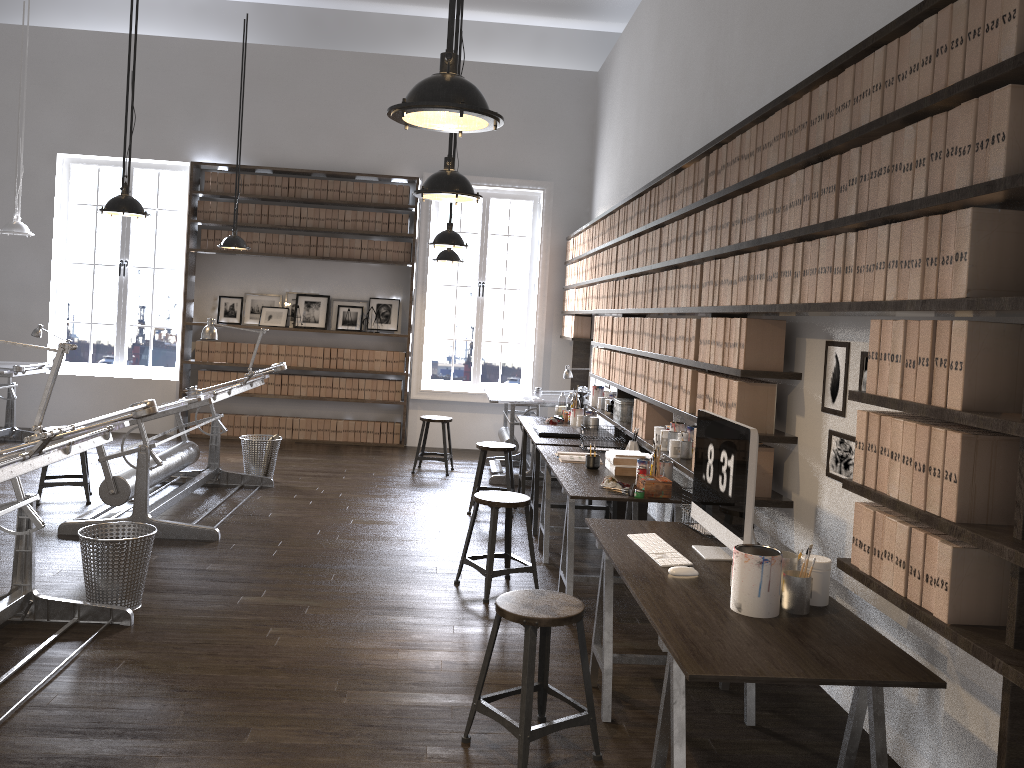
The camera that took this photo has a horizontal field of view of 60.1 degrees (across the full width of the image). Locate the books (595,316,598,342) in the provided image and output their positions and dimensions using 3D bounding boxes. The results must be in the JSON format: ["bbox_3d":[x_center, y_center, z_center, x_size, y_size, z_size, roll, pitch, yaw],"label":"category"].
[{"bbox_3d":[0.807,-0.464,7.585,0.174,0.225,0.067,3,2,-4],"label":"books"}]

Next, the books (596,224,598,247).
[{"bbox_3d":[0.840,-1.305,7.835,0.174,0.225,0.067,3,2,-4],"label":"books"}]

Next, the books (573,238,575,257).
[{"bbox_3d":[0.738,-1.420,9.308,0.174,0.225,0.067,3,2,-4],"label":"books"}]

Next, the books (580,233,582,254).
[{"bbox_3d":[0.770,-1.381,8.813,0.174,0.225,0.067,3,2,-4],"label":"books"}]

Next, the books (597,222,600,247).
[{"bbox_3d":[0.839,-1.300,7.767,0.174,0.225,0.067,3,2,-4],"label":"books"}]

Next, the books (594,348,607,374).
[{"bbox_3d":[0.796,-0.189,7.527,0.174,0.225,0.067,3,2,-4],"label":"books"}]

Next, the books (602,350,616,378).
[{"bbox_3d":[0.822,-0.156,7.101,0.174,0.225,0.067,3,2,-4],"label":"books"}]

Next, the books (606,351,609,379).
[{"bbox_3d":[0.838,-0.145,6.973,0.174,0.225,0.067,3,2,-4],"label":"books"}]

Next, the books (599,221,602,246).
[{"bbox_3d":[0.851,-1.289,7.638,0.174,0.225,0.067,3,2,-4],"label":"books"}]

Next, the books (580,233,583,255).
[{"bbox_3d":[0.773,-1.377,8.750,0.174,0.225,0.067,3,2,-4],"label":"books"}]

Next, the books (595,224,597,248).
[{"bbox_3d":[0.835,-1.310,7.906,0.174,0.225,0.067,3,2,-4],"label":"books"}]

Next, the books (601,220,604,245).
[{"bbox_3d":[0.854,-1.284,7.566,0.174,0.225,0.067,3,2,-4],"label":"books"}]

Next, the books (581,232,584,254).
[{"bbox_3d":[0.776,-1.371,8.678,0.174,0.225,0.067,3,2,-4],"label":"books"}]

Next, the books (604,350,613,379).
[{"bbox_3d":[0.831,-0.151,7.038,0.174,0.225,0.067,3,2,-4],"label":"books"}]

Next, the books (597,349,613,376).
[{"bbox_3d":[0.808,-0.178,7.385,0.174,0.225,0.067,3,2,-4],"label":"books"}]

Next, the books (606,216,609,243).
[{"bbox_3d":[0.872,-1.262,7.284,0.174,0.225,0.067,3,2,-4],"label":"books"}]

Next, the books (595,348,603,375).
[{"bbox_3d":[0.799,-0.184,7.455,0.174,0.225,0.067,3,2,-4],"label":"books"}]

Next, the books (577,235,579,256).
[{"bbox_3d":[0.757,-1.397,9.018,0.174,0.225,0.067,3,2,-4],"label":"books"}]

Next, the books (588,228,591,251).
[{"bbox_3d":[0.808,-1.338,8.261,0.174,0.225,0.067,3,2,-4],"label":"books"}]

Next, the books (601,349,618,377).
[{"bbox_3d":[0.817,-0.162,7.173,0.174,0.225,0.067,3,2,-4],"label":"books"}]

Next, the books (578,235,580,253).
[{"bbox_3d":[0.762,-1.392,8.947,0.174,0.225,0.067,3,2,-4],"label":"books"}]

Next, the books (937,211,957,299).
[{"bbox_3d":[1.197,-0.323,2.267,0.174,0.225,0.067,3,2,-4],"label":"books"}]

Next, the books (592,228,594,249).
[{"bbox_3d":[0.826,-1.321,8.047,0.174,0.225,0.067,3,2,-4],"label":"books"}]

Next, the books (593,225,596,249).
[{"bbox_3d":[0.826,-1.316,7.976,0.174,0.225,0.067,3,2,-4],"label":"books"}]

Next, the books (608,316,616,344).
[{"bbox_3d":[0.852,-0.414,6.952,0.174,0.225,0.067,3,2,-4],"label":"books"}]

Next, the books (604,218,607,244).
[{"bbox_3d":[0.869,-1.273,7.427,0.174,0.225,0.067,3,2,-4],"label":"books"}]

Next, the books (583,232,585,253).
[{"bbox_3d":[0.785,-1.365,8.608,0.174,0.225,0.067,3,2,-4],"label":"books"}]

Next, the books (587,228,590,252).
[{"bbox_3d":[0.799,-1.343,8.324,0.174,0.225,0.067,3,2,-4],"label":"books"}]

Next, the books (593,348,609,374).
[{"bbox_3d":[0.793,-0.194,7.590,0.174,0.225,0.067,3,2,-4],"label":"books"}]

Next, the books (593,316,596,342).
[{"bbox_3d":[0.800,-0.470,7.657,0.174,0.225,0.067,3,2,-4],"label":"books"}]

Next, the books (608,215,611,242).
[{"bbox_3d":[0.877,-1.256,7.212,0.174,0.225,0.067,3,2,-4],"label":"books"}]

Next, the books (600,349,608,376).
[{"bbox_3d":[0.815,-0.167,7.246,0.174,0.225,0.067,3,2,-4],"label":"books"}]

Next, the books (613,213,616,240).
[{"bbox_3d":[0.899,-1.240,7.006,0.174,0.225,0.067,3,2,-4],"label":"books"}]

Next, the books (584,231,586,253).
[{"bbox_3d":[0.792,-1.360,8.539,0.174,0.225,0.067,3,2,-4],"label":"books"}]

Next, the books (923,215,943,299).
[{"bbox_3d":[1.192,-0.328,2.338,0.174,0.225,0.067,3,2,-4],"label":"books"}]

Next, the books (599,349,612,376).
[{"bbox_3d":[0.814,-0.172,7.316,0.174,0.225,0.067,3,2,-4],"label":"books"}]

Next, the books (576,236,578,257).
[{"bbox_3d":[0.748,-1.403,9.088,0.174,0.225,0.067,3,2,-4],"label":"books"}]

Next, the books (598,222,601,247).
[{"bbox_3d":[0.848,-1.294,7.701,0.174,0.225,0.067,3,2,-4],"label":"books"}]

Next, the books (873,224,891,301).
[{"bbox_3d":[1.168,-0.350,2.607,0.174,0.225,0.067,3,2,-4],"label":"books"}]

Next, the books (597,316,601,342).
[{"bbox_3d":[0.813,-0.454,7.456,0.174,0.225,0.067,3,2,-4],"label":"books"}]

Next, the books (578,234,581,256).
[{"bbox_3d":[0.761,-1.387,8.879,0.174,0.225,0.067,3,2,-4],"label":"books"}]

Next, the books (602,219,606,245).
[{"bbox_3d":[0.863,-1.278,7.496,0.174,0.225,0.067,3,2,-4],"label":"books"}]

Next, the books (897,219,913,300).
[{"bbox_3d":[1.181,-0.339,2.472,0.174,0.225,0.067,3,2,-4],"label":"books"}]

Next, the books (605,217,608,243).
[{"bbox_3d":[0.870,-1.267,7.357,0.174,0.225,0.067,3,2,-4],"label":"books"}]

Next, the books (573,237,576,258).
[{"bbox_3d":[0.737,-1.415,9.234,0.174,0.225,0.067,3,2,-4],"label":"books"}]

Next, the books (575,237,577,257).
[{"bbox_3d":[0.748,-1.408,9.159,0.174,0.225,0.067,3,2,-4],"label":"books"}]

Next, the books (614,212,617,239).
[{"bbox_3d":[0.900,-1.234,6.936,0.174,0.225,0.067,3,2,-4],"label":"books"}]

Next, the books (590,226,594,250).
[{"bbox_3d":[0.815,-1.328,8.122,0.174,0.225,0.067,3,2,-4],"label":"books"}]

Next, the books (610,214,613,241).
[{"bbox_3d":[0.886,-1.251,7.150,0.174,0.225,0.067,3,2,-4],"label":"books"}]

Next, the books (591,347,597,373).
[{"bbox_3d":[0.784,-0.199,7.656,0.174,0.225,0.067,3,2,-4],"label":"books"}]

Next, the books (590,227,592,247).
[{"bbox_3d":[0.815,-1.333,8.196,0.174,0.225,0.067,3,2,-4],"label":"books"}]

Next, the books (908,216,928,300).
[{"bbox_3d":[1.181,-0.334,2.405,0.174,0.225,0.067,3,2,-4],"label":"books"}]

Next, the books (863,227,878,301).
[{"bbox_3d":[1.167,-0.355,2.677,0.174,0.225,0.067,3,2,-4],"label":"books"}]

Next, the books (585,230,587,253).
[{"bbox_3d":[0.793,-1.355,8.469,0.174,0.225,0.067,3,2,-4],"label":"books"}]

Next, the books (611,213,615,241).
[{"bbox_3d":[0.892,-1.245,7.075,0.174,0.225,0.067,3,2,-4],"label":"books"}]

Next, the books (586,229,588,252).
[{"bbox_3d":[0.795,-1.349,8.396,0.174,0.225,0.067,3,2,-4],"label":"books"}]
